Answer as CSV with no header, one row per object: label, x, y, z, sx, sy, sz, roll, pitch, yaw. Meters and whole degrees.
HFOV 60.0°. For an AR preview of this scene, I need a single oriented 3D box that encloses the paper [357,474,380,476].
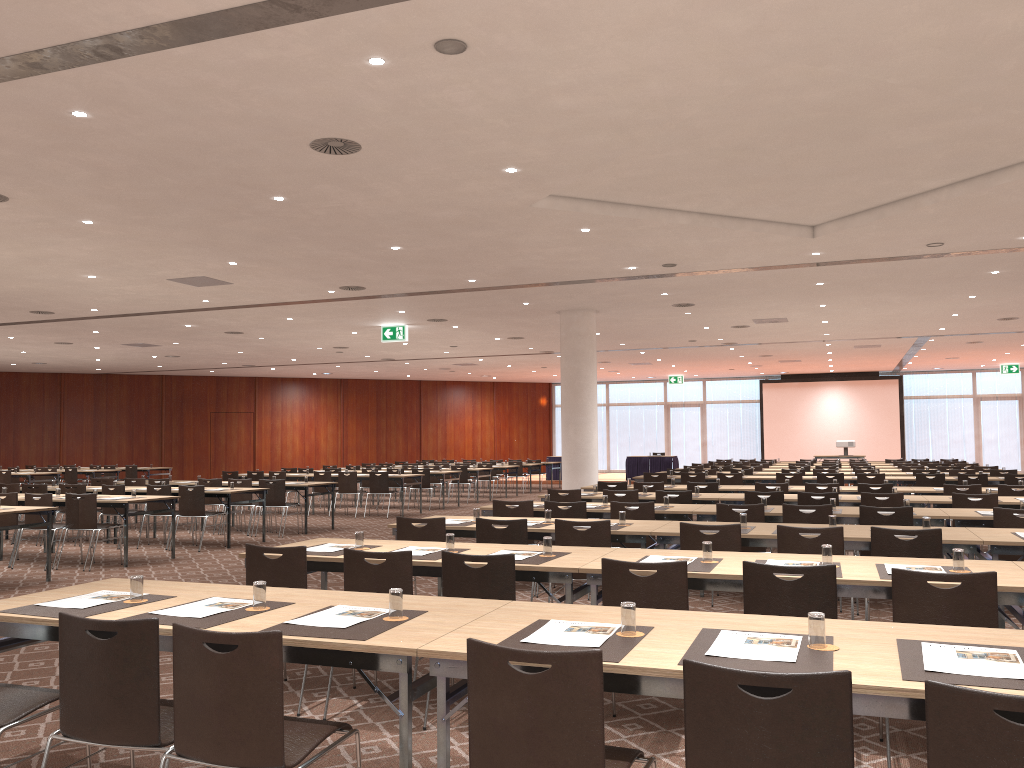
paper,-3.143,1.933,18.827,0.460,0.003,0.566,-2,-4,18

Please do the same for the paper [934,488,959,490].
paper,5.803,1.401,11.848,0.283,0.006,0.398,-2,-4,20

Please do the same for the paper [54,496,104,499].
paper,-5.737,1.513,11.793,0.460,0.003,0.565,-2,-4,22

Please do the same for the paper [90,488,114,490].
paper,-6.561,1.676,14.231,0.460,0.003,0.565,-2,-4,23

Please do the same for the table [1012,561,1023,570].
table,3.731,1.357,4.159,2.267,0.832,0.953,-2,-4,20

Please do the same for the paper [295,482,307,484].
paper,-3.756,1.718,15.323,0.460,0.003,0.566,-2,-4,17

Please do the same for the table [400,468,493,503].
table,-1.702,2.581,22.674,2.267,0.832,0.953,-2,-4,20

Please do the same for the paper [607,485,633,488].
paper,1.583,1.539,13.320,0.460,0.003,0.565,-2,-4,22

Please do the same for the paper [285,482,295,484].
paper,-3.801,1.717,15.373,0.283,0.006,0.398,-2,-4,19

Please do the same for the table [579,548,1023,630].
table,1.602,1.427,4.946,2.267,0.832,0.953,-2,-4,20

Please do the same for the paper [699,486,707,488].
paper,2.783,1.500,12.955,0.283,0.006,0.398,-2,-4,20

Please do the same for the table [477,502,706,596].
table,0.864,1.721,9.479,2.267,0.832,0.953,-2,-4,20

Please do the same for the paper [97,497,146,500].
paper,-5.151,1.494,11.570,0.460,0.003,0.566,-2,-4,20

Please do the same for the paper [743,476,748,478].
paper,4.028,1.695,16.160,0.460,0.003,0.565,-2,-4,22

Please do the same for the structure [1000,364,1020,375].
structure,17.219,-0.514,30.678,0.587,0.346,0.105,-2,-3,20

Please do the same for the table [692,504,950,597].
table,2.992,1.651,8.692,2.267,0.832,0.953,-2,-4,20

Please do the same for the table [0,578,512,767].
table,-1.221,1.386,3.859,2.267,0.832,0.953,-2,-4,20

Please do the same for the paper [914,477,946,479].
paper,7.086,1.595,15.044,0.460,0.003,0.566,-2,-4,20

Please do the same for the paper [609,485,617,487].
paper,1.585,1.542,13.432,0.283,0.006,0.398,-2,-4,20

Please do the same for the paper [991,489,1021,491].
paper,6.450,1.378,11.520,0.460,0.003,0.565,-2,-4,24

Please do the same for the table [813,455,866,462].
table,10.373,2.682,28.057,1.540,0.832,0.953,-2,-4,20

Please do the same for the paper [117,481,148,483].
paper,-7.100,1.828,16.551,0.460,0.003,0.565,-2,-4,22

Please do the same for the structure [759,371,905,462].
structure,12.201,1.328,33.992,5.159,3.523,0.395,-2,-3,20

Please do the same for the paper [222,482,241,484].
paper,-4.954,1.756,15.753,0.460,0.003,0.566,-2,-4,18

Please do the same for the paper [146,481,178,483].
paper,-6.475,1.806,16.305,0.460,0.003,0.566,-2,-4,21

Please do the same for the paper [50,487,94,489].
paper,-7.188,1.696,14.448,0.460,0.003,0.566,-2,-4,21

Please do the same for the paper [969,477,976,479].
paper,7.667,1.574,14.875,0.283,0.006,0.398,-2,-4,17

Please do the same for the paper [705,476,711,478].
paper,3.418,1.715,16.379,0.460,0.003,0.566,-2,-4,19

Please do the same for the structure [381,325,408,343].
structure,-2.495,-1.071,18.858,0.587,0.346,0.105,-2,-3,20

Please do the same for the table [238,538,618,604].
table,-0.526,1.498,5.732,2.267,0.832,0.953,-2,-4,20

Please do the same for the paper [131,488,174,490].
paper,-5.647,1.643,13.852,0.460,0.003,0.566,-2,-4,21

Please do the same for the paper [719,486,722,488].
paper,2.794,1.500,12.884,0.460,0.003,0.566,-2,-4,18

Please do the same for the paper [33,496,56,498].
paper,-6.385,1.534,12.087,0.283,0.006,0.398,-2,-4,20

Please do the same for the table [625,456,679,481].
table,4.758,2.867,30.114,1.712,0.832,1.042,-2,-4,20

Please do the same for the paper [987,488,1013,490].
paper,6.414,1.381,11.633,0.283,0.006,0.398,-2,-4,23

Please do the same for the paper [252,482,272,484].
paper,-4.375,1.736,15.520,0.460,0.003,0.566,-2,-4,21

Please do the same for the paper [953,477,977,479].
paper,7.649,1.575,14.815,0.460,0.003,0.565,-2,-4,22

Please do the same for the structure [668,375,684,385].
structure,6.420,-0.157,34.668,0.587,0.346,0.105,-2,-3,20

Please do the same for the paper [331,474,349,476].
paper,-3.754,1.952,19.034,0.460,0.003,0.566,-2,-4,17

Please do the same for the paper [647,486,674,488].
paper,2.182,1.521,13.121,0.460,0.003,0.566,-2,-4,19

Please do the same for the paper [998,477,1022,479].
paper,8.233,1.555,14.660,0.283,0.006,0.398,-2,-4,20

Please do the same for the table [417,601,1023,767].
table,0.908,1.315,3.073,2.267,0.832,0.953,-2,-4,20

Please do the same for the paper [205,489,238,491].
paper,-4.448,1.606,13.452,0.460,0.003,0.566,-2,-4,19

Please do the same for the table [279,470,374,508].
table,-4.525,2.540,21.587,2.267,0.832,0.953,-2,-4,20

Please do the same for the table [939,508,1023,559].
table,5.121,1.580,7.906,2.267,0.832,0.953,-2,-4,20

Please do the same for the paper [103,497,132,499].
paper,-5.159,1.492,11.612,0.283,0.006,0.398,-2,-4,19

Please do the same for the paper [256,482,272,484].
paper,-4.387,1.736,15.586,0.283,0.006,0.398,-2,-4,23

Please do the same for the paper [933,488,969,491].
paper,5.855,1.399,11.761,0.460,0.003,0.566,-2,-4,21

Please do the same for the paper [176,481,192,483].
paper,-5.913,1.789,16.179,0.283,0.006,0.398,-2,-4,22

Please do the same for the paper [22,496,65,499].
paper,-6.338,1.534,12.024,0.460,0.003,0.565,-2,-4,22

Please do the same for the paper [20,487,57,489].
paper,-7.810,1.716,14.671,0.460,0.003,0.566,-2,-4,18

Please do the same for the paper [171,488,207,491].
paper,-5.076,1.626,13.675,0.460,0.003,0.566,-2,-4,18

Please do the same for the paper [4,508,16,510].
paper,-5.850,1.383,9.711,0.460,0.003,0.566,-2,-4,17

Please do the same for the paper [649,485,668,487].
paper,2.179,1.520,13.172,0.283,0.006,0.398,-2,-4,21

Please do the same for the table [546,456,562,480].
table,2.091,2.955,31.099,1.712,0.832,1.042,-2,-4,20
